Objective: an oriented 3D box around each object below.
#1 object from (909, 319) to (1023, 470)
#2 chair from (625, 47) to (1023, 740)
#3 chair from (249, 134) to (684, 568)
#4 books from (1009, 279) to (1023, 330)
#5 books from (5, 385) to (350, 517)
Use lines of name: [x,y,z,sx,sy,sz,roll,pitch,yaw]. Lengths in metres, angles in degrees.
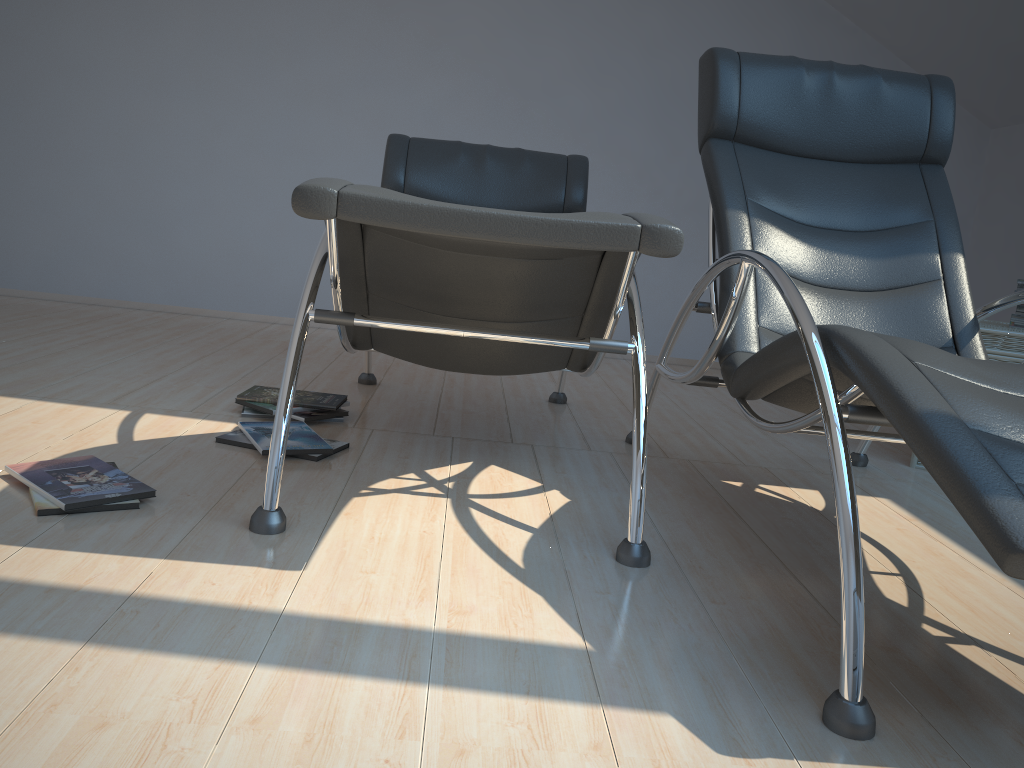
object: [1.905,0.067,3.199,0.745,0.518,0.744,11,11,26]
chair: [0.903,-0.215,1.989,0.836,1.251,1.938,6,10,-3]
chair: [-0.101,-0.255,2.458,0.836,0.953,2.114,6,10,-3]
books: [1.900,-0.274,3.184,0.162,0.184,0.165,5,10,-5]
books: [0.296,0.435,0.881,1.045,0.222,4.790,-1,12,-36]
